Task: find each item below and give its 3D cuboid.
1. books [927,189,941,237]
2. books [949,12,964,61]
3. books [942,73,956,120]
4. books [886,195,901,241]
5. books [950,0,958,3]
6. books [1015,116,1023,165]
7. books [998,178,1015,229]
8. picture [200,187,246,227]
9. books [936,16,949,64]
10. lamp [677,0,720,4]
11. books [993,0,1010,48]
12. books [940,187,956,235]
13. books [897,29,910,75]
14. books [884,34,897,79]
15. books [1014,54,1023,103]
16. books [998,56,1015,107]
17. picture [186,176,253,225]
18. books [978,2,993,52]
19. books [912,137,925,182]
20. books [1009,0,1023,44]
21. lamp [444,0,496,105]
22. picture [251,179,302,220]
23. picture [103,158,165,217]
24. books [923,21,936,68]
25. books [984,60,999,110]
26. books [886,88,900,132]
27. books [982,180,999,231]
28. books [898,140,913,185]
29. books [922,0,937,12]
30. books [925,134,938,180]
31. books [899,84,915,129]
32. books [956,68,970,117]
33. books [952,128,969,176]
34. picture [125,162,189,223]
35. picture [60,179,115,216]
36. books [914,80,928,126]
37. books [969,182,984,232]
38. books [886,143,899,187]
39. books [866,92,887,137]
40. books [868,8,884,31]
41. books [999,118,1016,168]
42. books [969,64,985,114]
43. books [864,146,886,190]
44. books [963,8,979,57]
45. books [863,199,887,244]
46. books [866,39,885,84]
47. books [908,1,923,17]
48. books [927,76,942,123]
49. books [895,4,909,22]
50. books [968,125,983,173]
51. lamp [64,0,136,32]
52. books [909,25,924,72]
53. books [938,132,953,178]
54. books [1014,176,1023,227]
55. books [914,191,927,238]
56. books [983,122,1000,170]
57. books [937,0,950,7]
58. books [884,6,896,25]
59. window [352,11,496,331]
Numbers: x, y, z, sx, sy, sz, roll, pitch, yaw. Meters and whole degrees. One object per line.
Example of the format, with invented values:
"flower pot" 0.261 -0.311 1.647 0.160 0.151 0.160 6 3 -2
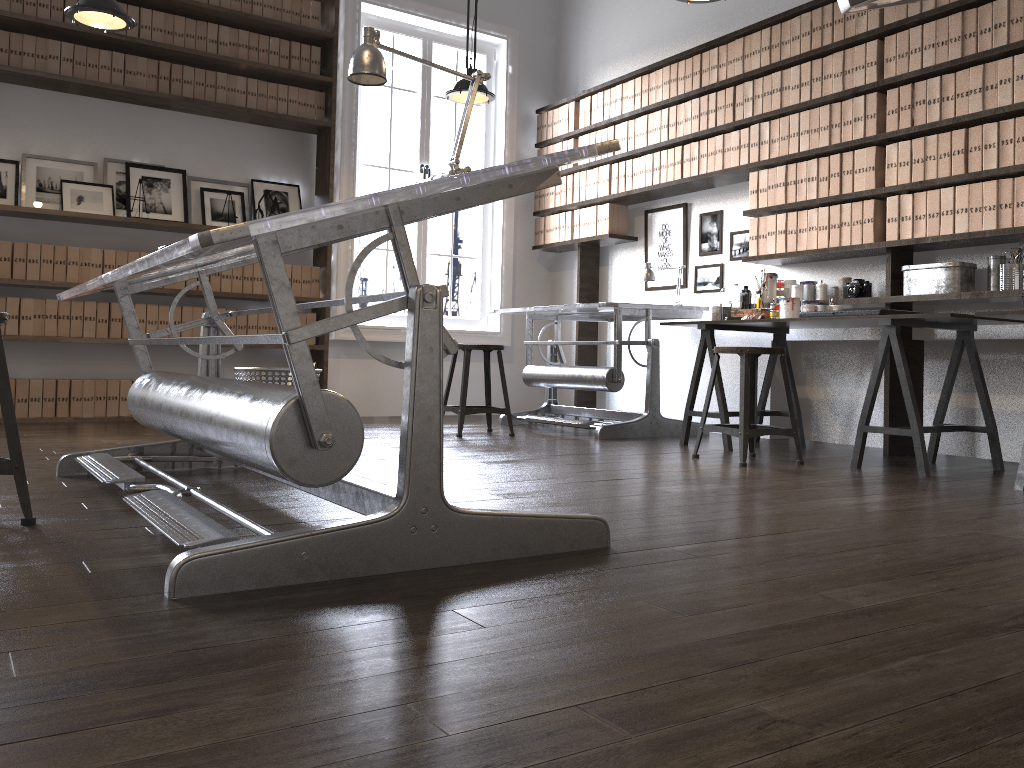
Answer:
"books" 2.079 -0.812 4.264 0.174 0.226 0.066 2 -1 -33
"books" 2.150 -1.624 4.198 0.174 0.226 0.067 2 -1 -33
"books" 2.129 -1.351 4.222 0.174 0.226 0.066 2 -1 -33
"books" 1.959 -0.819 4.439 0.174 0.226 0.066 2 -1 -33
"books" 2.162 -1.902 4.206 0.174 0.226 0.066 2 -1 -33
"books" 2.310 -1.061 3.925 0.174 0.226 0.066 2 -1 -33
"books" 2.264 -0.799 3.979 0.174 0.226 0.066 2 -1 -33
"picture" -1.939 -1.168 5.952 0.289 0.291 0.127 1 -1 -33
"books" 2.117 -1.627 4.256 0.174 0.226 0.066 2 -1 -33
"lamp" 0.835 -2.792 3.772 0.311 2.255 0.312 0 -2 37
"books" 2.265 -1.617 4.023 0.174 0.226 0.066 2 -1 -33
"books" 2.114 -0.809 4.203 0.174 0.226 0.067 2 -1 -33
"books" 2.006 -1.634 4.429 0.174 0.226 0.066 2 -1 -33
"books" 1.969 -1.637 4.489 0.174 0.226 0.066 2 -1 -33
"books" 2.310 -1.338 3.934 0.174 0.226 0.067 2 -1 -33
"books" 2.272 -1.341 3.996 0.174 0.226 0.066 2 -1 -33
"picture" -1.971 -1.204 5.981 0.433 0.361 0.095 1 -1 -33
"books" 2.230 -1.620 4.085 0.174 0.226 0.066 2 -1 -33
"books" 2.038 -1.078 4.333 0.174 0.226 0.067 2 -1 -33
"books" 2.307 -1.614 3.966 0.174 0.226 0.066 2 -1 -33
"lamp" -0.228 -2.862 5.404 0.311 2.255 0.312 0 -2 37
"picture" -1.631 -1.235 6.167 0.343 0.365 0.161 2 -1 -33
"picture" -2.424 -1.232 5.692 0.369 0.406 0.091 2 -1 -33
"books" 2.082 -1.629 4.308 0.174 0.226 0.066 2 -1 -33
"books" 2.240 -1.343 4.050 0.174 0.226 0.066 2 -1 -33
"books" 1.971 -1.361 4.467 0.174 0.226 0.066 2 -1 -33
"books" 2.222 -0.802 4.032 0.174 0.226 0.067 2 -1 -33
"books" 1.999 -1.081 4.394 0.174 0.226 0.066 2 -1 -33
"books" 2.085 -1.907 4.322 0.174 0.226 0.066 2 -1 -33
"books" 2.076 -1.076 4.283 0.174 0.226 0.066 2 -1 -33
"books" 2.007 -1.358 4.402 0.174 0.226 0.067 2 -1 -33
"books" 2.168 -1.348 4.163 0.174 0.226 0.066 2 -1 -33
"books" 2.150 -1.071 4.164 0.174 0.226 0.067 2 -1 -33
"picture" -2.291 -1.222 5.715 0.373 0.392 0.149 1 -1 -33
"picture" -2.619 -1.140 5.469 0.299 0.229 0.144 1 0 -33
"books" 2.052 -1.356 4.342 0.174 0.226 0.066 2 -1 -33
"books" 2.190 -0.804 4.091 0.174 0.226 0.066 2 -1 -33
"books" 1.962 -1.084 4.457 0.174 0.226 0.066 2 -1 -33
"books" 1.907 -1.372 4.567 0.174 0.226 0.066 2 -1 -33
"books" 1.920 -1.917 4.569 0.174 0.226 0.066 2 -1 -33
"books" 2.272 -1.063 3.984 0.174 0.226 0.066 2 -1 -33
"books" 2.199 -1.346 4.103 0.174 0.226 0.067 2 -1 -33
"books" 1.896 -1.095 4.554 0.174 0.226 0.067 2 -1 -33
"books" 2.191 -1.622 4.144 0.174 0.226 0.066 2 -1 -33
"books" 1.888 -0.824 4.551 0.174 0.226 0.067 2 -1 -33
"books" 1.911 -1.640 4.569 0.174 0.226 0.067 2 -1 -33
"books" 2.043 -1.909 4.381 0.174 0.226 0.066 2 -1 -33
"books" 2.087 -1.353 4.280 0.174 0.226 0.066 2 -1 -33
"books" 2.003 -1.912 4.441 0.174 0.226 0.067 2 -1 -33
"books" 2.195 -1.068 4.104 0.174 0.226 0.066 2 -1 -33
"lamp" -1.953 -2.876 4.292 0.311 2.255 0.312 0 -2 37
"books" 2.041 -1.632 4.368 0.174 0.226 0.067 2 -1 -33
"books" 2.114 -1.074 4.229 0.174 0.226 0.066 2 -1 -33
"books" 2.303 -0.797 3.919 0.174 0.226 0.066 2 -1 -33
"books" 2.042 -0.814 4.323 0.174 0.226 0.066 2 -1 -33
"books" 2.230 -1.066 4.042 0.174 0.226 0.066 2 -1 -33
"books" 2.126 -1.904 4.265 0.174 0.226 0.066 2 -1 -33
"books" 1.972 -1.914 4.497 0.174 0.226 0.066 2 -1 -33
"window" -0.674 -1.549 6.702 1.243 2.312 0.153 2 -2 -33
